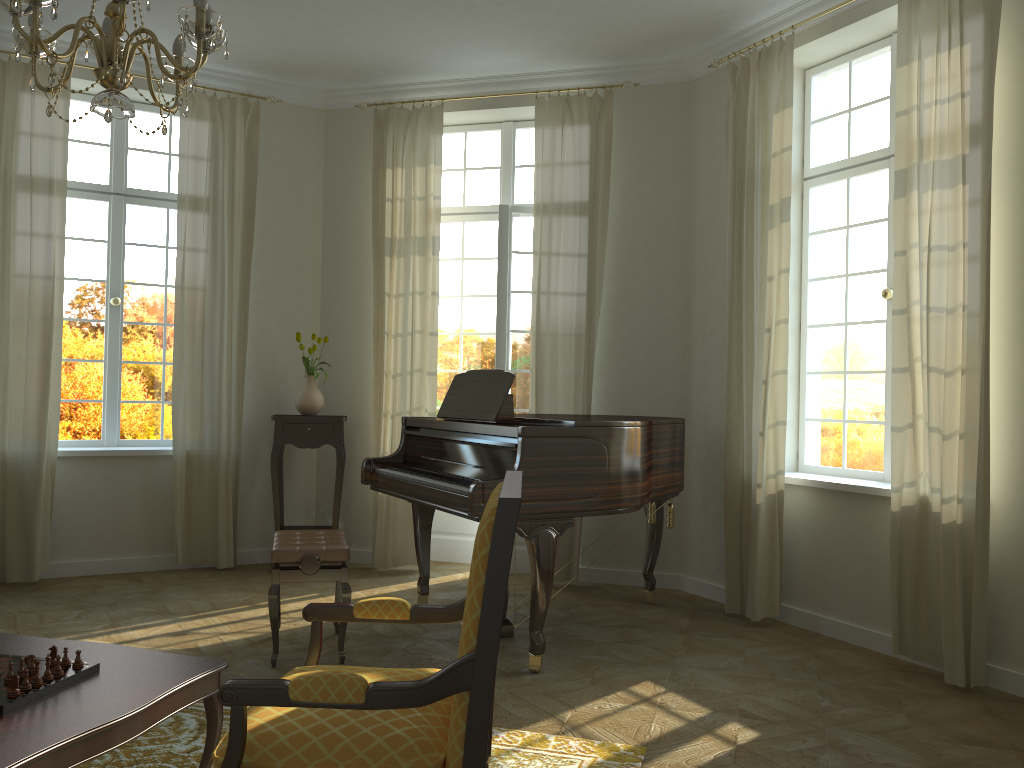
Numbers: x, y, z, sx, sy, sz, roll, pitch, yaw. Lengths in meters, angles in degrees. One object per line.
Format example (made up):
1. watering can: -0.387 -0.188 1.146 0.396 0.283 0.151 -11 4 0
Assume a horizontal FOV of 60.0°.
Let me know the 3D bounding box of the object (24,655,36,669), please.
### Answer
1. object: -1.336 0.770 2.455 0.030 0.030 0.052 2 -1 -22

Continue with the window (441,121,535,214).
1. window: -0.031 -1.664 6.799 1.380 0.680 0.055 1 -1 16

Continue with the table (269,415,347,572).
1. table: -1.495 0.789 6.507 0.522 1.114 0.344 1 -1 -9

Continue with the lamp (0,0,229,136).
1. lamp: -1.219 -1.562 2.754 0.661 1.466 0.662 1 -1 -14

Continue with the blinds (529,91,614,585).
1. blinds: 0.387 -0.326 6.117 0.554 3.386 0.162 1 -1 11

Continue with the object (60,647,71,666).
1. object: -1.251 0.763 2.484 0.030 0.050 0.030 2 -1 -26

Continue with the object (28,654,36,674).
1. object: -1.304 0.760 2.411 0.030 0.050 0.030 2 -1 -26

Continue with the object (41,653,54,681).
1. object: -1.235 0.751 2.359 0.030 0.069 0.030 2 -1 -26

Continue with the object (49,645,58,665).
1. object: -1.290 0.761 2.492 0.030 0.052 0.030 2 -1 -26

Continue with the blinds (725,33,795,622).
1. blinds: 1.417 -0.315 5.267 0.162 3.384 0.554 2 -1 -23

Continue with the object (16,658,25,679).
1. object: -1.313 0.760 2.374 0.030 0.050 0.030 2 -1 -26

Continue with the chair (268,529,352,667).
1. chair: -1.021 1.052 4.461 0.385 0.563 0.638 1 -1 -14

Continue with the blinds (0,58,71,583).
1. blinds: -3.201 -0.412 5.715 0.554 3.385 0.162 2 -1 -23

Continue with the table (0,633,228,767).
1. table: -1.385 1.049 2.323 0.922 0.494 0.932 1 -1 18

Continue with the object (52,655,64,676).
1. object: -1.227 0.759 2.398 0.030 0.055 0.030 2 -1 -26

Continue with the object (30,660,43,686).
1. object: -1.243 0.753 2.320 0.030 0.064 0.030 2 -1 -26

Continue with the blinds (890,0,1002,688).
1. blinds: 2.057 -0.313 4.200 0.159 3.381 0.552 2 -1 -26

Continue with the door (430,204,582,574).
1. door: -0.120 0.037 6.598 1.385 2.690 0.425 1 -1 17

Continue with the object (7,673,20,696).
1. object: -1.258 0.758 2.241 0.030 0.052 0.030 2 -1 -26

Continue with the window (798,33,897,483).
1. window: 2.147 -0.714 4.972 0.181 2.550 1.400 2 -1 -29

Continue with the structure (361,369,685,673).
1. structure: 0.274 0.651 5.045 1.856 1.439 1.514 2 -1 -29

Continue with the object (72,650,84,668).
1. object: -1.211 0.766 2.476 0.030 0.044 0.030 2 -1 -26

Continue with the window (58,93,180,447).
1. window: -2.881 -0.807 6.446 1.400 2.550 0.181 2 -1 -29

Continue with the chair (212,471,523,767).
1. chair: -0.322 0.772 2.142 0.671 1.083 0.730 1 -1 1

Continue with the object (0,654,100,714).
1. object: -1.377 0.792 2.366 0.360 0.021 0.360 1 -1 11

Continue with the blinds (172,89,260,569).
1. blinds: -2.134 -0.378 6.355 0.552 3.381 0.159 2 -1 -26

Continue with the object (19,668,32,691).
1. object: -1.251 0.757 2.280 0.030 0.055 0.030 2 -1 -26

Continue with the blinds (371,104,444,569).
1. blinds: -0.792 -0.343 6.515 0.552 3.386 0.159 1 -1 13

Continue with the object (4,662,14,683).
1. object: -1.322 0.759 2.338 0.030 0.050 0.030 2 -1 -26

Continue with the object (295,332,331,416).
1. object: -1.478 -0.072 6.516 0.242 0.609 0.264 1 -1 41
